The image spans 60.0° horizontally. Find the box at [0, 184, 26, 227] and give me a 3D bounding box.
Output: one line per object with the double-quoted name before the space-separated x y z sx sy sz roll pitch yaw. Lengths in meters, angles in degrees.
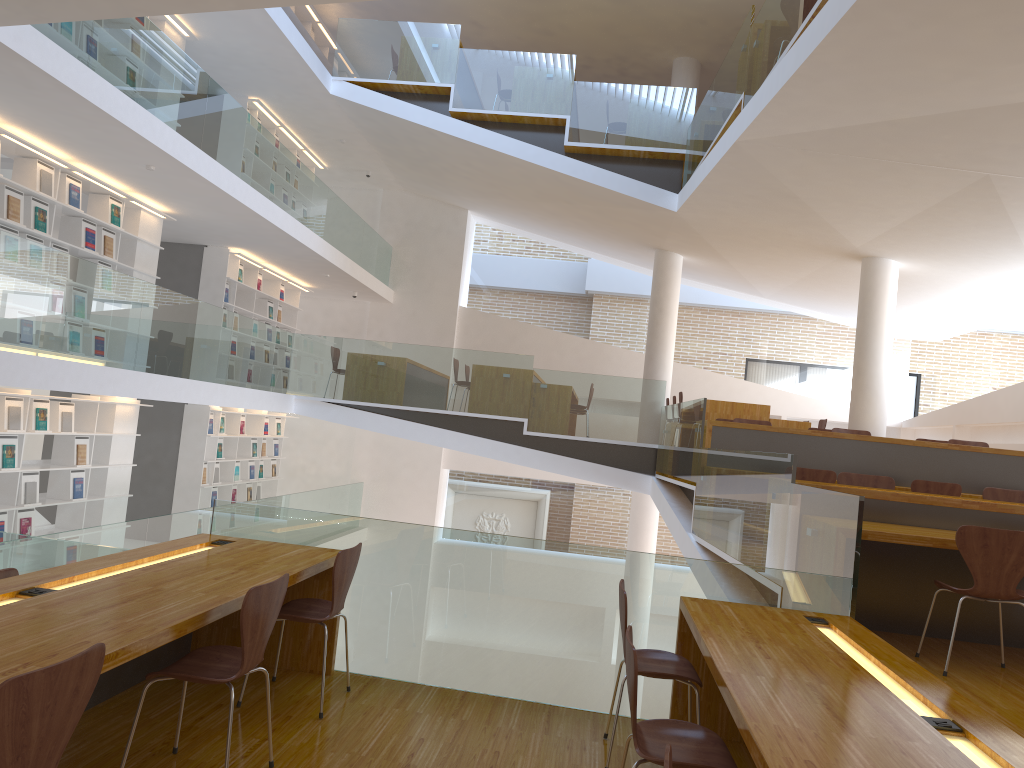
"box" -4.242 -1.489 7.403 0.274 0.296 0.245 6 -3 6

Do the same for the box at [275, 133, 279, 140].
"box" -3.523 -3.504 12.886 0.274 0.296 0.245 6 -3 6

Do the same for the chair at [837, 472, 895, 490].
"chair" 2.420 0.963 5.999 0.428 0.693 0.381 6 -3 6

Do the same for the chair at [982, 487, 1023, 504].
"chair" 3.382 1.057 5.896 0.428 0.693 0.381 6 -3 6

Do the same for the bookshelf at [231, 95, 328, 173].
"bookshelf" -3.502 -2.813 13.088 0.498 1.836 2.984 6 -3 6

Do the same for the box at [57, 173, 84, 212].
"box" -4.131 -1.766 8.185 0.274 0.296 0.245 6 -3 6

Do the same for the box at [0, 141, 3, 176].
"box" -4.243 -1.840 7.065 0.274 0.296 0.245 6 -3 6

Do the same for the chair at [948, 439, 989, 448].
"chair" 4.434 0.889 8.527 0.428 0.693 0.381 6 -3 6

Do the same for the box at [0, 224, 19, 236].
"box" -4.275 -1.163 7.386 0.274 0.296 0.245 6 -3 6

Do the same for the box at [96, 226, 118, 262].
"box" -4.099 -1.396 8.825 0.274 0.296 0.245 6 -3 6

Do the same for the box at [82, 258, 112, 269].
"box" -4.133 -1.069 8.808 0.274 0.296 0.245 6 -3 6

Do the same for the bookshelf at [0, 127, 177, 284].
"bookshelf" -4.218 -1.111 7.948 0.498 1.836 3.666 6 -3 6

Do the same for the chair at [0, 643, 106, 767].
"chair" -1.166 0.909 1.878 0.381 0.693 0.428 6 -3 6

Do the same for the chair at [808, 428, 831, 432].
"chair" 3.321 0.833 9.572 0.428 0.693 0.381 6 -3 6

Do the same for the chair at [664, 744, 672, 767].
"chair" 0.426 1.055 1.544 0.381 0.693 0.428 6 -3 6

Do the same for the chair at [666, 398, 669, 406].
"chair" 2.386 0.569 12.796 0.381 0.693 0.428 6 -3 6

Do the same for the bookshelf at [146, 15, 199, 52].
"bookshelf" -4.008 -3.144 8.061 0.498 1.836 3.666 6 -3 6

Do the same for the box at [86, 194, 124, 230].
"box" -4.061 -1.719 8.891 0.274 0.296 0.245 6 -3 6

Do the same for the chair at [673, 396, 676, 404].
"chair" 2.358 0.529 12.113 0.381 0.693 0.428 6 -3 6

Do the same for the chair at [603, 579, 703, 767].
"chair" 0.596 1.188 3.623 0.381 0.693 0.428 6 -3 6

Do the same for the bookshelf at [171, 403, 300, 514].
"bookshelf" -3.923 1.267 12.861 0.498 1.836 2.984 6 -3 6

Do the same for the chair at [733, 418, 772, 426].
"chair" 2.381 0.692 8.783 0.428 0.693 0.381 6 -3 6

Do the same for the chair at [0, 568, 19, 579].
"chair" -2.283 1.233 4.073 0.381 0.693 0.428 6 -3 6

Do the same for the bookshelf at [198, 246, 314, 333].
"bookshelf" -3.712 -0.780 12.975 0.498 1.836 2.984 6 -3 6

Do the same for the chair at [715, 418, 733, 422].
"chair" 2.359 0.739 9.675 0.428 0.693 0.381 6 -3 6

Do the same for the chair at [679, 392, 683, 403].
"chair" 2.262 0.465 11.149 0.381 0.693 0.428 6 -3 6

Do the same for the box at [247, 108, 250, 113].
"box" -3.633 -3.573 11.819 0.274 0.296 0.245 6 -3 6

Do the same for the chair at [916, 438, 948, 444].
"chair" 4.432 0.943 9.493 0.428 0.693 0.381 6 -3 6

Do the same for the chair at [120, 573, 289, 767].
"chair" -1.017 0.986 2.985 0.381 0.693 0.428 6 -3 6

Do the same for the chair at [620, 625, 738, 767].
"chair" 0.499 1.124 2.659 0.381 0.693 0.428 6 -3 6

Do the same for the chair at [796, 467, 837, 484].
"chair" 2.421 1.041 7.345 0.428 0.693 0.381 6 -3 6

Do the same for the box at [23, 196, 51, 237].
"box" -4.207 -1.467 7.745 0.274 0.296 0.245 6 -3 6

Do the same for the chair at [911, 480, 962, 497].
"chair" 3.382 1.135 7.242 0.428 0.693 0.381 6 -3 6

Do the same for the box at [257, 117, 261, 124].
"box" -3.593 -3.547 12.213 0.274 0.296 0.245 6 -3 6

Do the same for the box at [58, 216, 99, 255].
"box" -4.133 -1.421 8.487 0.274 0.296 0.245 6 -3 6

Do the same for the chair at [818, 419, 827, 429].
"chair" 3.778 0.776 11.332 0.381 0.693 0.428 6 -3 6

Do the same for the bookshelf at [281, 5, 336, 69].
"bookshelf" -3.296 -4.815 13.199 0.498 1.836 2.984 6 -3 6

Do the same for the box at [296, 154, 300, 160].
"box" -3.435 -3.442 13.802 0.274 0.296 0.245 6 -3 6

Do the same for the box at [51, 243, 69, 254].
"box" -4.205 -1.116 8.089 0.274 0.296 0.245 6 -3 6

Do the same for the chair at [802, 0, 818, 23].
"chair" 2.296 -2.651 7.048 0.428 0.693 0.381 6 -3 6

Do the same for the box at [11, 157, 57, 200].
"box" -4.173 -1.793 7.770 0.274 0.296 0.245 6 -3 6

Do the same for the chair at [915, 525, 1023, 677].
"chair" 2.225 1.017 4.210 0.428 0.693 0.381 6 -3 6

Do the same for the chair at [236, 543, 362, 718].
"chair" -0.921 1.050 3.949 0.381 0.693 0.428 6 -3 6

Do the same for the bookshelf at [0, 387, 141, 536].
"bookshelf" -4.479 0.931 7.840 0.397 1.836 3.666 6 -3 6

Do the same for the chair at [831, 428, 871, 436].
"chair" 3.342 0.786 8.681 0.428 0.693 0.381 6 -3 6

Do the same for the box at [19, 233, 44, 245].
"box" -4.241 -1.140 7.723 0.274 0.296 0.245 6 -3 6
